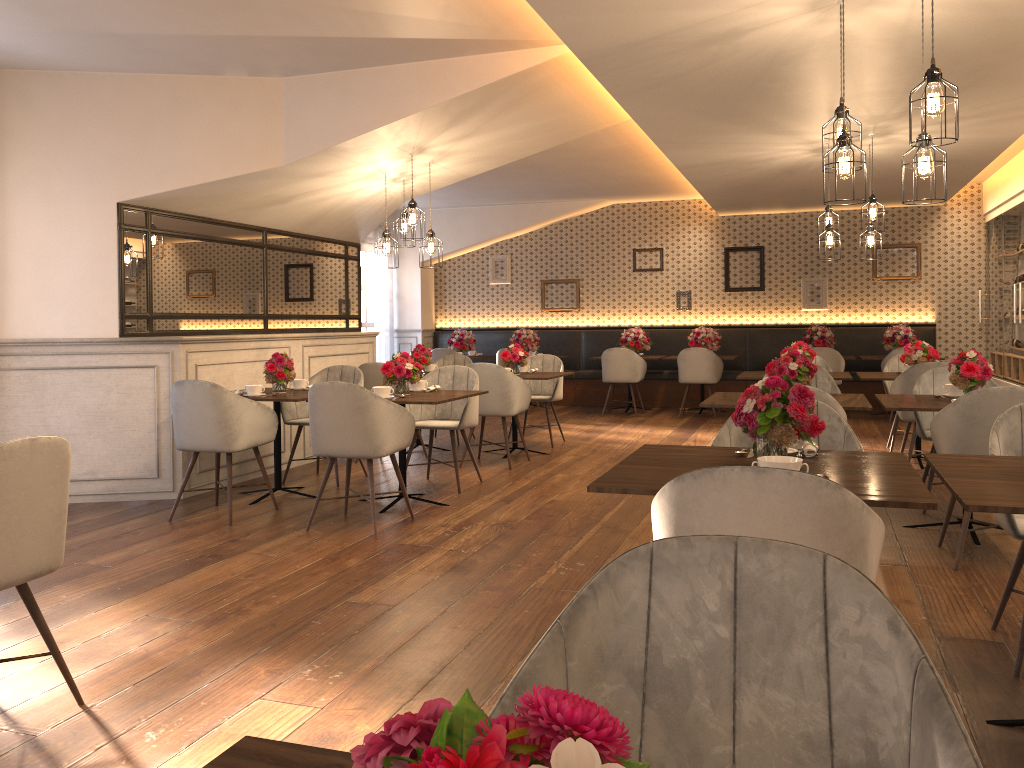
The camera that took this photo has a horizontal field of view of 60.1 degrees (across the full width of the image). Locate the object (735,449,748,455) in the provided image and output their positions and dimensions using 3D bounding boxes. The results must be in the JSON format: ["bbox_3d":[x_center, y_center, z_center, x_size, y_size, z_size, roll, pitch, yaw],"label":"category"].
[{"bbox_3d":[0.798,0.233,3.080,0.043,0.015,0.197,0,4,15],"label":"object"}]

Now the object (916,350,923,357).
[{"bbox_3d":[3.294,-0.249,7.181,0.048,0.052,0.076,-1,3,-2],"label":"object"}]

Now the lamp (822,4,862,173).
[{"bbox_3d":[1.525,-2.030,4.113,0.175,2.069,0.175,0,1,20],"label":"lamp"}]

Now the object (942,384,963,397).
[{"bbox_3d":[2.611,0.039,5.201,0.148,0.072,0.148,-1,3,-4],"label":"object"}]

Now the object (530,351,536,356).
[{"bbox_3d":[0.288,-0.437,12.661,0.148,0.072,0.148,-2,4,-24],"label":"object"}]

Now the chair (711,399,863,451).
[{"bbox_3d":[1.046,0.502,3.379,0.565,0.872,0.527,0,2,19],"label":"chair"}]

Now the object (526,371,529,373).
[{"bbox_3d":[0.167,-0.119,8.323,0.025,0.024,0.193,0,4,19],"label":"object"}]

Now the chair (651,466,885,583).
[{"bbox_3d":[0.603,0.592,2.127,0.565,0.872,0.527,0,2,19],"label":"chair"}]

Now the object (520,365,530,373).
[{"bbox_3d":[0.095,-0.144,8.358,0.148,0.072,0.148,-1,3,-14],"label":"object"}]

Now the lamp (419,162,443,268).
[{"bbox_3d":[-0.654,-1.957,7.013,0.175,2.069,0.175,0,1,20],"label":"lamp"}]

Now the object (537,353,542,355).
[{"bbox_3d":[0.397,-0.419,12.625,0.056,0.039,0.176,0,4,19],"label":"object"}]

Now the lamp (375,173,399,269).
[{"bbox_3d":[-1.002,-1.952,6.998,0.175,2.069,0.175,0,1,20],"label":"lamp"}]

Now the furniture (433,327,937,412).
[{"bbox_3d":[2.077,-0.225,12.412,7.087,1.081,0.542,1,2,19],"label":"furniture"}]

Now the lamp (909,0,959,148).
[{"bbox_3d":[1.662,-1.991,3.506,0.175,2.069,0.175,0,1,20],"label":"lamp"}]

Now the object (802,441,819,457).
[{"bbox_3d":[1.019,0.222,3.025,0.056,0.039,0.176,0,4,19],"label":"object"}]

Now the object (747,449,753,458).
[{"bbox_3d":[0.829,0.239,3.062,0.022,0.004,0.211,1,4,19],"label":"object"}]

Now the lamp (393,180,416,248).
[{"bbox_3d":[-0.899,-2.167,7.307,0.175,2.069,0.175,0,1,20],"label":"lamp"}]

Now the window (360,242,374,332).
[{"bbox_3d":[-3.759,-0.407,6.457,0.494,2.386,14.549,-1,4,15],"label":"window"}]

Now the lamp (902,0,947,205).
[{"bbox_3d":[1.770,-1.820,3.819,0.175,2.069,0.175,0,1,20],"label":"lamp"}]

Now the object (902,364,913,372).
[{"bbox_3d":[3.411,-0.129,7.547,0.148,0.072,0.148,-1,3,-4],"label":"object"}]

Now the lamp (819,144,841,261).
[{"bbox_3d":[2.645,-2.072,7.394,0.175,2.069,0.175,0,1,20],"label":"lamp"}]

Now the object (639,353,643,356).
[{"bbox_3d":[1.769,-0.404,12.157,0.056,0.039,0.176,0,4,19],"label":"object"}]

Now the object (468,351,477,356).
[{"bbox_3d":[-0.589,-0.447,12.961,0.148,0.072,0.148,-2,4,-24],"label":"object"}]

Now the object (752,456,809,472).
[{"bbox_3d":[0.749,0.246,2.473,0.148,0.072,0.148,-2,4,-29],"label":"object"}]

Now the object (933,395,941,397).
[{"bbox_3d":[2.505,0.068,5.217,0.043,0.015,0.197,1,4,23],"label":"object"}]

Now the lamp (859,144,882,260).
[{"bbox_3d":[2.994,-2.077,7.408,0.175,2.069,0.175,0,1,20],"label":"lamp"}]

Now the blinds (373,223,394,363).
[{"bbox_3d":[-1.903,-1.049,13.186,0.134,2.697,0.619,-1,1,19],"label":"blinds"}]

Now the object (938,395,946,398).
[{"bbox_3d":[2.529,0.074,5.201,0.022,0.004,0.211,1,4,19],"label":"object"}]

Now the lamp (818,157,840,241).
[{"bbox_3d":[2.749,-2.288,7.703,0.175,2.069,0.175,0,1,20],"label":"lamp"}]

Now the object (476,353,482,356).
[{"bbox_3d":[-0.481,-0.429,12.924,0.056,0.039,0.176,0,4,19],"label":"object"}]

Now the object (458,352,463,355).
[{"bbox_3d":[-0.751,-0.405,12.373,0.148,0.072,0.148,-2,4,-24],"label":"object"}]

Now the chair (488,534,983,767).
[{"bbox_3d":[0.246,0.671,1.034,0.565,0.872,0.527,0,2,19],"label":"chair"}]

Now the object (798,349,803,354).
[{"bbox_3d":[2.428,-0.269,7.510,0.045,0.052,0.077,-1,3,-19],"label":"object"}]

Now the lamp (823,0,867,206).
[{"bbox_3d":[1.422,-1.814,3.804,0.175,2.069,0.175,0,1,20],"label":"lamp"}]

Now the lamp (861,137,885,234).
[{"bbox_3d":[2.885,-2.248,7.096,0.175,2.069,0.175,0,1,20],"label":"lamp"}]

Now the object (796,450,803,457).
[{"bbox_3d":[0.983,0.229,3.027,0.025,0.024,0.193,0,4,19],"label":"object"}]

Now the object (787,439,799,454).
[{"bbox_3d":[0.911,0.204,3.061,0.148,0.072,0.148,-2,4,-29],"label":"object"}]

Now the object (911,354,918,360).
[{"bbox_3d":[3.276,-0.220,7.201,0.049,0.052,0.077,0,3,29],"label":"object"}]

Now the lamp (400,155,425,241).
[{"bbox_3d":[-0.762,-2.128,6.700,0.175,2.069,0.175,0,1,20],"label":"lamp"}]

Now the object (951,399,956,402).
[{"bbox_3d":[2.341,0.096,4.650,0.056,0.039,0.176,0,4,19],"label":"object"}]

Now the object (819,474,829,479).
[{"bbox_3d":[0.862,0.274,2.456,0.043,0.015,0.197,0,4,15],"label":"object"}]
